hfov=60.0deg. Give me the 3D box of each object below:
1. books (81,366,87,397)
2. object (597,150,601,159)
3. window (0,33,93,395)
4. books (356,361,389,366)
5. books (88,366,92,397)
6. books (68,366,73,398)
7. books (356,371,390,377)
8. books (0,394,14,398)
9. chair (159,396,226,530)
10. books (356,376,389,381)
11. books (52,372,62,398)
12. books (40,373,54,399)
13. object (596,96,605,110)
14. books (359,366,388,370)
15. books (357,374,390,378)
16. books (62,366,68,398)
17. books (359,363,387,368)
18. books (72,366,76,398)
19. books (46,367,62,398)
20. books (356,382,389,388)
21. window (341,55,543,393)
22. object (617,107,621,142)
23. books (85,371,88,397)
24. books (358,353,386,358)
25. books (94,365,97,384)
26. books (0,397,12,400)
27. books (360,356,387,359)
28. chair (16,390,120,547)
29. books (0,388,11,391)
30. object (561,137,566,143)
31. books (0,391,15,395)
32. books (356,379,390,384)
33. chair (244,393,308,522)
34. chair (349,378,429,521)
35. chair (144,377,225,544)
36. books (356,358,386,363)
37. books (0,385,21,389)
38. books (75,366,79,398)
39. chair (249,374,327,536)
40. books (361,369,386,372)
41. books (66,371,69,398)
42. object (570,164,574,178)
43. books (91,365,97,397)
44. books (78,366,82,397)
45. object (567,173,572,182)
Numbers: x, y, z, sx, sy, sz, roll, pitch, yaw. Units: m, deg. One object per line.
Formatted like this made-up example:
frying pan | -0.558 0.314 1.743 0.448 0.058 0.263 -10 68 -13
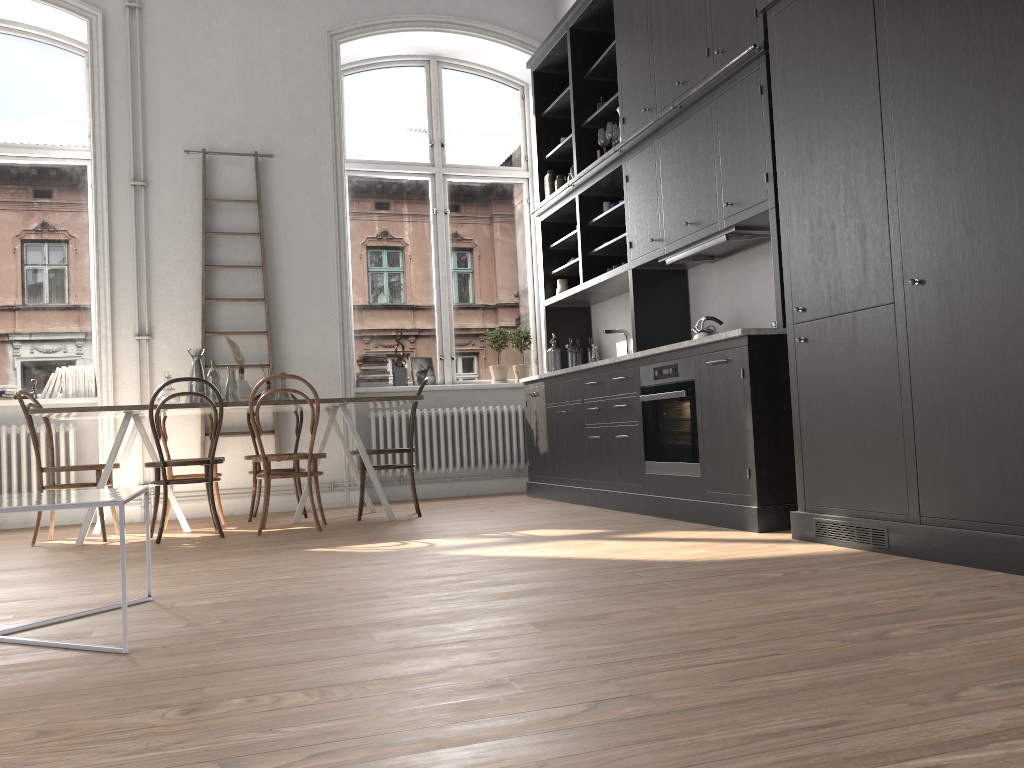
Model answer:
books | -3.270 -0.012 6.781 0.019 0.243 0.174 -2 -3 -18
object | 0.635 -1.623 6.443 0.123 0.161 0.123 -2 -3 -10
window | -4.110 -1.321 6.760 1.622 2.842 0.013 -2 -3 -18
books | -1.176 -0.174 7.471 0.243 0.019 0.174 -2 -3 -18
books | -3.234 -0.012 6.816 0.024 0.243 0.175 -2 -3 -18
books | -3.347 -0.010 6.746 0.024 0.243 0.175 -2 -3 -18
books | -1.172 -0.084 7.471 0.245 0.028 0.193 -1 -3 -23
books | -3.832 0.093 6.574 0.205 0.022 0.155 -3 -3 2
chair | -2.198 0.503 6.072 0.438 0.920 0.549 -2 -3 -20
books | -1.173 -0.045 7.451 0.249 0.023 0.175 -2 -3 -18
books | -3.440 0.013 6.724 0.072 0.203 0.155 -2 -3 -18
books | -3.502 0.018 6.707 0.105 0.194 0.155 -2 -3 -19
object | 0.665 -2.016 6.513 0.084 0.199 0.065 -3 -3 4
books | -1.167 -0.132 7.477 0.222 0.024 0.158 -2 -3 -18
books | -1.170 -0.063 7.469 0.255 0.014 0.193 -2 -3 -15
books | -3.402 -0.006 6.760 0.024 0.243 0.175 -2 -3 -18
books | -1.170 -0.154 7.471 0.205 0.022 0.155 -1 -3 -23
books | -3.329 -0.010 6.761 0.019 0.243 0.174 -2 -3 -18
books | -3.464 -0.003 6.716 0.100 0.235 0.174 -2 -3 -18
books | -1.173 0.011 7.448 0.248 0.043 0.192 -2 -3 -18
window | 4.174 -5.749 12.939 14.384 15.929 26.411 -2 -3 -18
object | 0.751 -1.711 5.908 0.094 0.267 0.116 -4 -3 23
books | -3.248 0.006 6.788 0.020 0.205 0.155 -2 -3 -18
books | -1.182 -0.238 7.483 0.201 0.024 0.159 -1 -4 -28
books | -3.173 -0.015 6.813 0.040 0.244 0.174 -2 -3 -18
books | -3.838 0.116 6.574 0.221 0.023 0.147 -5 -4 30
books | -1.173 -0.217 7.475 0.205 0.020 0.155 -2 -3 -18
chair | -2.668 0.487 5.358 0.549 0.920 0.438 -2 -3 -10
books | -3.826 0.049 6.565 0.205 0.020 0.155 -1 -4 -28
object | 0.430 -1.933 7.239 0.059 0.135 0.082 -3 -3 9
books | -3.831 0.071 6.574 0.221 0.023 0.147 -3 -3 -3
books | -1.172 -0.022 7.449 0.249 0.023 0.175 -2 -3 -23
chair | -1.680 0.491 6.327 0.438 0.920 0.549 -2 -3 -11
chair | -0.813 0.427 5.951 0.549 0.920 0.438 -3 -3 -6
chair | -1.910 0.439 5.179 0.438 0.920 0.549 -2 -3 -23
books | -1.185 -0.195 7.470 0.231 0.023 0.162 -3 -3 -3
books | -3.815 0.025 6.591 0.243 0.019 0.174 -2 -3 -8
books | -3.316 -0.010 6.784 0.019 0.243 0.174 -2 -3 -18
chair | -1.344 0.419 5.329 0.438 0.920 0.549 -2 -3 -7
books | -1.168 -0.109 7.469 0.205 0.022 0.155 -3 -3 -4
books | -3.370 0.010 6.748 0.020 0.205 0.155 -2 -3 -18
object | 0.497 -1.703 6.654 0.134 0.357 0.134 -4 -3 27
books | -3.203 -0.014 6.805 0.024 0.243 0.175 -2 -3 -18
books | -3.297 -0.010 6.795 0.024 0.243 0.175 -2 -3 -18
object | 0.482 -1.580 6.973 0.096 0.150 0.097 -1 -3 -30
